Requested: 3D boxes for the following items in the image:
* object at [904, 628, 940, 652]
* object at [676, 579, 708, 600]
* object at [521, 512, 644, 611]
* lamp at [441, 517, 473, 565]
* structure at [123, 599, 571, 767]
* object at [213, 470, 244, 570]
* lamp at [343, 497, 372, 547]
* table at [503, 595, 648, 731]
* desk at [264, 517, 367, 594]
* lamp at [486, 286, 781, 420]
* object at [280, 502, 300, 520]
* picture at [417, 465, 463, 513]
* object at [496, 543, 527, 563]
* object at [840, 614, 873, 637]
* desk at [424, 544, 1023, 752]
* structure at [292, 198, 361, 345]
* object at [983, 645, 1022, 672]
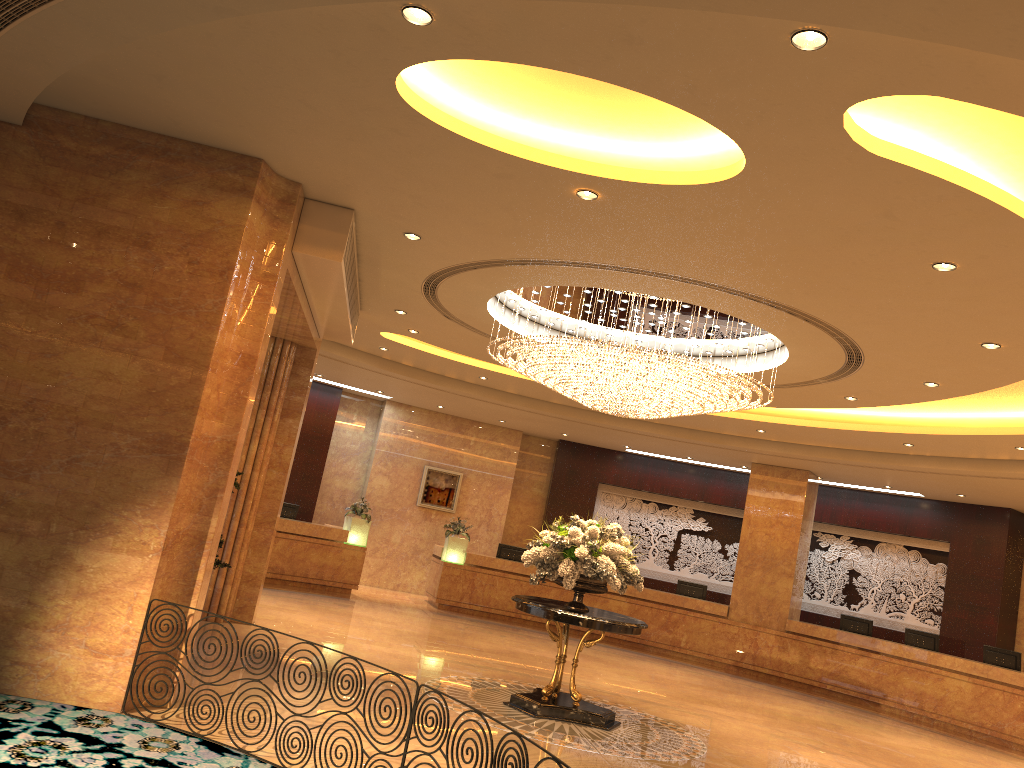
[{"bbox_3d":[7.218,4.613,15.638,0.430,0.500,0.531,12,-9,-5],"label":"object"},{"bbox_3d":[3.602,4.247,17.866,0.430,0.500,0.531,18,-11,-35],"label":"object"},{"bbox_3d":[0.803,1.940,9.655,1.277,0.999,1.318,7,-10,23],"label":"object"},{"bbox_3d":[-1.117,3.091,17.657,0.577,0.925,0.542,12,-9,-5],"label":"lamp"},{"bbox_3d":[-1.428,1.602,2.229,3.815,0.995,7.624,10,-9,11],"label":"structure"},{"bbox_3d":[-3.748,1.487,9.915,1.250,2.363,0.843,16,-10,-26],"label":"object"},{"bbox_3d":[-2.964,2.598,16.922,0.570,0.923,0.580,13,-9,-10],"label":"lamp"},{"bbox_3d":[0.623,2.949,9.463,1.493,1.089,1.493,14,-9,-14],"label":"table"},{"bbox_3d":[-4.938,2.816,15.710,5.227,1.155,1.570,20,-12,-42],"label":"desk"},{"bbox_3d":[1.318,-0.222,9.991,3.206,1.196,3.204,6,-10,29],"label":"lamp"},{"bbox_3d":[-4.419,2.404,16.389,0.918,0.500,0.397,16,-10,-25],"label":"object"},{"bbox_3d":[-1.583,2.322,19.547,0.875,0.890,0.068,14,-9,-16],"label":"picture"},{"bbox_3d":[-0.032,3.572,18.219,0.531,0.500,0.430,6,-10,29],"label":"object"},{"bbox_3d":[6.356,4.564,16.406,0.430,0.500,0.531,13,-9,-11],"label":"object"},{"bbox_3d":[4.345,4.767,16.203,12.951,1.155,3.466,7,-10,27],"label":"desk"},{"bbox_3d":[-1.923,-1.044,9.562,0.425,0.483,4.113,13,-9,-7],"label":"structure"},{"bbox_3d":[8.080,4.624,14.641,0.430,0.500,0.531,11,-9,1],"label":"object"}]
